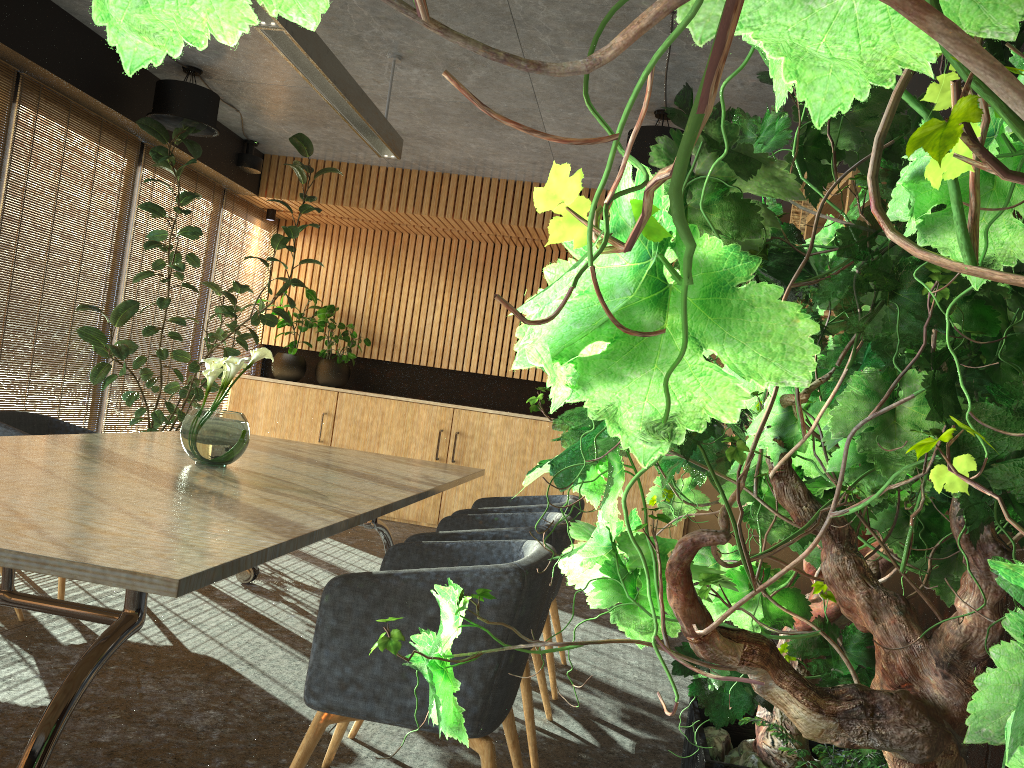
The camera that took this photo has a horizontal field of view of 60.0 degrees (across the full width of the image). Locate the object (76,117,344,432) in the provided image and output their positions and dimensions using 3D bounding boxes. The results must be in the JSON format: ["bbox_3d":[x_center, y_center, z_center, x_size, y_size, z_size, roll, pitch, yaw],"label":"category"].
[{"bbox_3d":[-2.740,-0.488,7.342,1.875,3.266,1.958,9,-2,-44],"label":"object"}]

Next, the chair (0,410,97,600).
[{"bbox_3d":[-2.600,0.659,4.964,0.761,0.944,0.706,8,-1,8],"label":"chair"}]

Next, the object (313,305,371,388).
[{"bbox_3d":[-1.928,-0.408,9.554,0.679,0.880,0.512,8,-1,11],"label":"object"}]

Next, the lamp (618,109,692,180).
[{"bbox_3d":[1.015,-1.650,6.090,0.513,0.497,0.513,7,-1,37],"label":"lamp"}]

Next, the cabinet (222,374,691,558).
[{"bbox_3d":[-0.628,0.856,9.438,4.954,1.272,1.006,8,-1,8],"label":"cabinet"}]

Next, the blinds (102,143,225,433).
[{"bbox_3d":[-3.115,-0.450,7.931,0.039,3.038,1.422,8,-1,8],"label":"blinds"}]

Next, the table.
[{"bbox_3d":[-1.386,0.815,3.891,1.816,0.927,3.932,8,-1,8],"label":"table"}]

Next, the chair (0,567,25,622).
[{"bbox_3d":[-2.718,0.625,4.073,0.761,0.944,0.706,8,-1,8],"label":"chair"}]

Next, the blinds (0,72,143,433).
[{"bbox_3d":[-3.310,-0.506,6.451,0.039,3.038,1.422,8,-1,8],"label":"blinds"}]

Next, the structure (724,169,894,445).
[{"bbox_3d":[1.060,-0.111,3.270,0.242,1.130,2.172,8,-1,8],"label":"structure"}]

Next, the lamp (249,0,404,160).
[{"bbox_3d":[-1.036,-1.890,3.960,0.151,0.618,4.009,8,-1,8],"label":"lamp"}]

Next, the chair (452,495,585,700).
[{"bbox_3d":[-0.047,1.008,4.615,0.761,0.944,0.706,8,-1,8],"label":"chair"}]

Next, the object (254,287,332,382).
[{"bbox_3d":[-2.418,-0.563,9.640,0.640,1.054,0.666,9,-1,-41],"label":"object"}]

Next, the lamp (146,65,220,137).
[{"bbox_3d":[-2.400,-2.117,6.557,0.513,0.497,0.513,8,-1,-22],"label":"lamp"}]

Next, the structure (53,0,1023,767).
[{"bbox_3d":[0.356,0.465,0.854,0.952,1.987,2.081,8,-1,9],"label":"structure"}]

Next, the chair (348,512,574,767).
[{"bbox_3d":[-0.164,0.974,3.724,0.761,0.944,0.706,8,-1,8],"label":"chair"}]

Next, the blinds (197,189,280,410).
[{"bbox_3d":[-2.924,-0.395,9.385,0.039,3.038,1.422,8,-1,8],"label":"blinds"}]

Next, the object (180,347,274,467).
[{"bbox_3d":[-1.285,0.086,3.927,0.295,0.546,0.322,8,-1,18],"label":"object"}]

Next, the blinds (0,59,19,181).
[{"bbox_3d":[-3.502,-0.561,4.997,0.039,3.038,1.422,8,-1,8],"label":"blinds"}]

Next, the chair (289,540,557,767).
[{"bbox_3d":[-0.282,0.941,2.833,0.761,0.944,0.706,8,-1,8],"label":"chair"}]

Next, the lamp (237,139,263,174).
[{"bbox_3d":[-0.577,-1.919,8.183,4.179,0.294,0.257,8,-1,8],"label":"lamp"}]
